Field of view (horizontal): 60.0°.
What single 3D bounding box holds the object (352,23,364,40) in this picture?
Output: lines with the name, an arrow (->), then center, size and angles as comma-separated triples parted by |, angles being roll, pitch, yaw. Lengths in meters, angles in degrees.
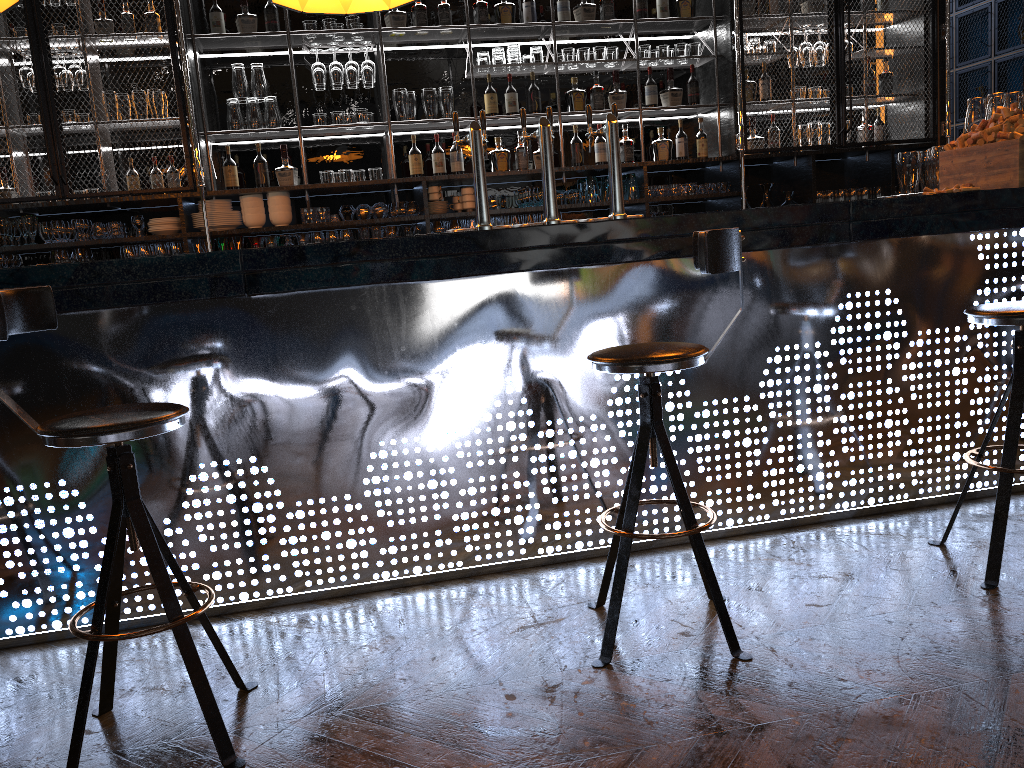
object -> -1.014, -2.301, 5.800 | 0.089, 0.092, 0.089 | -13, 12, -42

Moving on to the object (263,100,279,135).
object -> -1.559, -1.729, 5.747 | 0.105, 0.209, 0.105 | 1, 11, 34

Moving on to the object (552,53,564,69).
object -> 0.322, -2.210, 6.085 | 0.089, 0.092, 0.089 | 1, 10, 30

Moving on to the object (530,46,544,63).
object -> 0.163, -2.186, 5.887 | 0.089, 0.092, 0.089 | -8, 10, -20

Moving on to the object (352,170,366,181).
object -> -1.008, -1.360, 5.846 | 0.089, 0.092, 0.089 | -5, 9, 0

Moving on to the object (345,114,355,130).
object -> -1.072, -1.724, 5.831 | 0.089, 0.092, 0.089 | -1, 10, 21

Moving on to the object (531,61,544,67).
object -> 0.165, -2.166, 5.890 | 0.089, 0.092, 0.089 | -2, 9, 14

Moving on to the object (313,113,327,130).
object -> -1.239, -1.694, 5.730 | 0.089, 0.092, 0.089 | -11, 11, -32

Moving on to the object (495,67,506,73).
object -> -0.088, -2.161, 5.992 | 0.089, 0.092, 0.089 | -2, 9, 14

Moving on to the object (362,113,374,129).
object -> -0.956, -1.738, 5.861 | 0.089, 0.092, 0.089 | -9, 10, -26

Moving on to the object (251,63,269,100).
object -> -1.603, -1.917, 5.617 | 0.105, 0.209, 0.105 | 1, 11, 34

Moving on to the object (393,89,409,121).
object -> -0.717, -1.801, 5.756 | 0.105, 0.209, 0.105 | 1, 11, 33

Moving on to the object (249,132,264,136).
object -> -1.667, -1.719, 5.737 | 0.105, 0.209, 0.105 | 1, 11, 34

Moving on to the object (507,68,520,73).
object -> 0.009, -2.176, 6.035 | 0.089, 0.092, 0.089 | -2, 9, 14

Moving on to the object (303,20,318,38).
object -> -1.280, -2.253, 5.637 | 0.089, 0.092, 0.089 | -13, 12, -42

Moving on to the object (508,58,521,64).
object -> 0.016, -2.176, 5.888 | 0.089, 0.092, 0.089 | -8, 10, -21

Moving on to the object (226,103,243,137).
object -> -1.789, -1.706, 5.721 | 0.105, 0.209, 0.105 | 1, 11, 34

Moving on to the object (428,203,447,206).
object -> -0.493, -1.176, 5.826 | 0.149, 0.025, 0.149 | 3, 12, 41

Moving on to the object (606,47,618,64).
object -> 0.679, -2.228, 6.011 | 0.089, 0.092, 0.089 | 1, 11, 33

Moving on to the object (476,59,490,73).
object -> -0.198, -2.150, 5.983 | 0.089, 0.092, 0.089 | -12, 12, -39

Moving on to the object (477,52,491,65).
object -> -0.187, -2.125, 5.820 | 0.089, 0.092, 0.089 | -2, 9, 14

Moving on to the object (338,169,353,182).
object -> -1.074, -1.336, 5.734 | 0.089, 0.092, 0.089 | 3, 12, 42

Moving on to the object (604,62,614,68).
object -> 0.674, -2.250, 6.151 | 0.089, 0.092, 0.089 | -11, 11, -36

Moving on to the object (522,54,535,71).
object -> 0.113, -2.182, 6.021 | 0.089, 0.092, 0.089 | -8, 10, -21

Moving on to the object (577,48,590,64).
object -> 0.482, -2.204, 5.963 | 0.089, 0.092, 0.089 | 3, 12, 42

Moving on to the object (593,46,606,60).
object -> 0.589, -2.212, 5.959 | 0.089, 0.092, 0.089 | 3, 12, 42

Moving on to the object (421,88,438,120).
object -> -0.536, -1.826, 5.819 | 0.105, 0.209, 0.105 | 1, 11, 33

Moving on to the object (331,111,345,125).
object -> -1.117, -1.701, 5.710 | 0.089, 0.092, 0.089 | -11, 11, -32

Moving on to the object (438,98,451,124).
object -> -0.436, -1.851, 5.923 | 0.105, 0.209, 0.105 | 1, 11, 33

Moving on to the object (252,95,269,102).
object -> -1.626, -1.929, 5.705 | 0.105, 0.209, 0.105 | 1, 11, 34

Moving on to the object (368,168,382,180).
object -> -0.892, -1.363, 5.805 | 0.089, 0.092, 0.089 | -5, 9, 0

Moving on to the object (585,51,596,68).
object -> 0.539, -2.230, 6.095 | 0.089, 0.092, 0.089 | -7, 9, -12

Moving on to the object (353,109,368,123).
object -> -0.965, -1.708, 5.677 | 0.089, 0.092, 0.089 | -9, 10, -26

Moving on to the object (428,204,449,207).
object -> -0.490, -1.166, 5.828 | 0.149, 0.026, 0.148 | -5, 9, -4

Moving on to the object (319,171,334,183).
object -> -1.193, -1.325, 5.725 | 0.089, 0.092, 0.089 | -12, 12, -39

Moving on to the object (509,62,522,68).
object -> 0.018, -2.154, 5.892 | 0.089, 0.092, 0.089 | -8, 10, -21

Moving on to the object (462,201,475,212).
object -> -0.276, -1.168, 5.857 | 0.106, 0.067, 0.094 | -9, 10, -23

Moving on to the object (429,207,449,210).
object -> -0.490, -1.145, 5.831 | 0.149, 0.023, 0.149 | -9, 10, -26

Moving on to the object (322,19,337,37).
object -> -1.157, -2.264, 5.638 | 0.089, 0.092, 0.089 | -13, 12, -42

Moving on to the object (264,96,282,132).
object -> -1.523, -1.715, 5.642 | 0.105, 0.209, 0.105 | 1, 11, 34

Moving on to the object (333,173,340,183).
object -> -1.152, -1.357, 5.904 | 0.089, 0.092, 0.089 | -12, 12, -39

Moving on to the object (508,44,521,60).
object -> 0.014, -2.201, 5.884 | 0.089, 0.092, 0.089 | -7, 9, -15

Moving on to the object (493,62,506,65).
object -> -0.087, -2.136, 5.833 | 0.089, 0.092, 0.089 | -12, 12, -39

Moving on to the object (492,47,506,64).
object -> -0.089, -2.155, 5.830 | 0.089, 0.092, 0.089 | 1, 10, 30

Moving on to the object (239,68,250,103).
object -> -1.743, -1.918, 5.694 | 0.105, 0.209, 0.105 | 1, 11, 34

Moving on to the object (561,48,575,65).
object -> 0.377, -2.190, 5.931 | 0.089, 0.092, 0.089 | -12, 12, -39

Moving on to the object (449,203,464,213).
object -> -0.350, -1.175, 5.936 | 0.094, 0.067, 0.106 | 3, 12, 41

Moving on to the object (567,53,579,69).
object -> 0.418, -2.222, 6.110 | 0.089, 0.092, 0.089 | 0, 10, 28

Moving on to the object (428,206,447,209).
object -> -0.491, -1.156, 5.829 | 0.149, 0.024, 0.149 | -7, 9, -12

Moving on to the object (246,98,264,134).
object -> -1.638, -1.704, 5.632 | 0.105, 0.209, 0.105 | 1, 11, 34

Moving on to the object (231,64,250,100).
object -> -1.715, -1.903, 5.586 | 0.105, 0.209, 0.105 | 1, 11, 34

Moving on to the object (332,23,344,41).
object -> -1.133, -2.286, 5.766 | 0.089, 0.092, 0.089 | -5, 9, 0

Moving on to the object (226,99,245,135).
object -> -1.754, -1.691, 5.609 | 0.105, 0.209, 0.105 | 1, 11, 34

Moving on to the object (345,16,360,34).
object -> -1.006, -2.273, 5.616 | 0.089, 0.092, 0.089 | -13, 12, -42

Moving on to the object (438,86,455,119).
object -> -0.425, -1.834, 5.816 | 0.105, 0.209, 0.105 | 1, 11, 33
